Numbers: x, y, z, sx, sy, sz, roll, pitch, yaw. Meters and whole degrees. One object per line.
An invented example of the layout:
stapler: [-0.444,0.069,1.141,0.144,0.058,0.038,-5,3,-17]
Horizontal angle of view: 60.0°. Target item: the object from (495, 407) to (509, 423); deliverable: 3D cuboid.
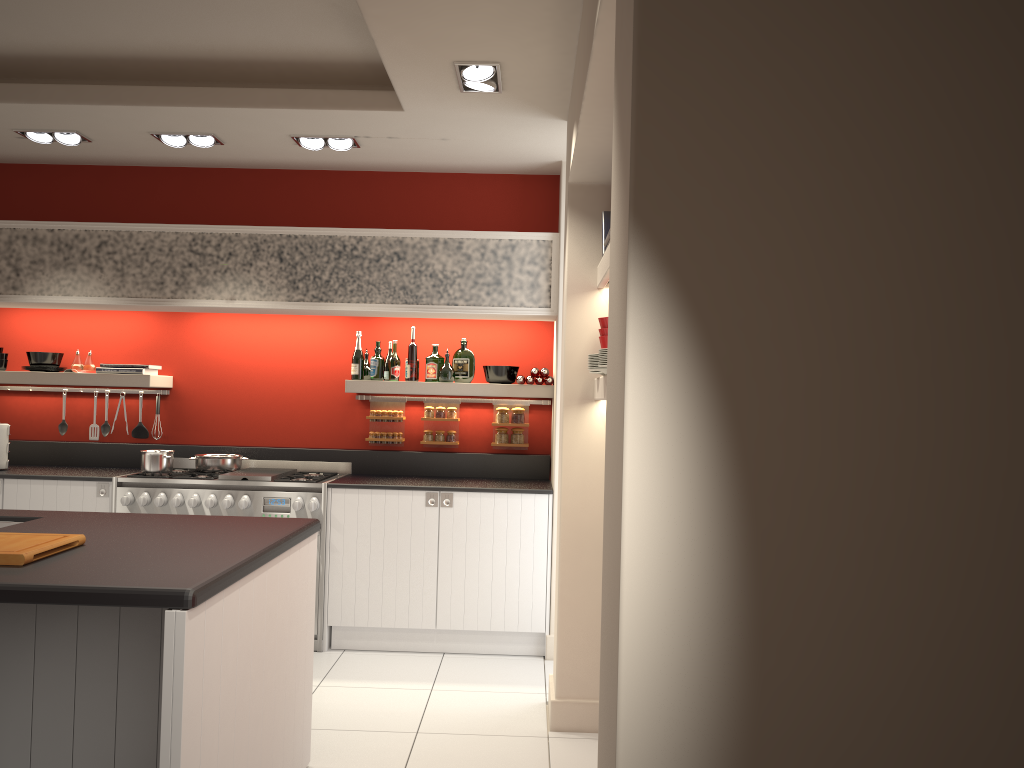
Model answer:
object: [-0.065,0.219,6.071,0.093,0.120,0.094,1,-1,22]

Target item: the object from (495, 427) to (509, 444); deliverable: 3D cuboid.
object: [-0.069,0.355,6.068,0.093,0.120,0.094,1,-1,22]

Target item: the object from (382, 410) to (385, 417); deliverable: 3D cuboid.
object: [-0.885,0.220,6.106,0.034,0.078,0.034,1,-1,22]

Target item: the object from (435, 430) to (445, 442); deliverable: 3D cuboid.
object: [-0.494,0.360,6.080,0.068,0.088,0.068,1,-1,22]

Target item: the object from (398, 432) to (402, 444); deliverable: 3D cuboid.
object: [-0.770,0.372,6.100,0.034,0.078,0.034,1,-1,22]

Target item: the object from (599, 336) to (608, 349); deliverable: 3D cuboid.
object: [0.520,-0.136,3.993,0.260,0.146,0.260,1,-1,5]

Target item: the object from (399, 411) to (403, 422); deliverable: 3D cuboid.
object: [-0.766,0.224,6.104,0.034,0.078,0.034,1,-1,22]

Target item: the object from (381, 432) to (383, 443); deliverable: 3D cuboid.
object: [-0.889,0.369,6.103,0.034,0.078,0.034,1,-1,22]

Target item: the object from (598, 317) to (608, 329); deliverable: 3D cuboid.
object: [0.516,-0.231,3.990,0.260,0.161,0.260,2,-1,-32]

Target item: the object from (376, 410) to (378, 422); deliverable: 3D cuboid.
object: [-0.924,0.219,6.107,0.034,0.078,0.034,1,-1,22]

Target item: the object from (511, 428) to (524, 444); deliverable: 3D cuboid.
object: [0.038,0.358,6.065,0.093,0.120,0.094,1,-1,22]

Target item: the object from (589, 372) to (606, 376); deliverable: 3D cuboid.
object: [0.517,-0.037,3.991,0.339,0.020,0.339,1,-1,4]

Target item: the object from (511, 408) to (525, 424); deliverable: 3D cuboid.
object: [0.042,0.221,6.068,0.093,0.120,0.094,1,-1,22]

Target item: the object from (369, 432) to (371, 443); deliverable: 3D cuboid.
object: [-0.967,0.367,6.104,0.034,0.078,0.034,1,-1,22]

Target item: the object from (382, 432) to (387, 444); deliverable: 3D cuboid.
object: [-0.872,0.368,6.064,0.034,0.078,0.034,1,-1,22]

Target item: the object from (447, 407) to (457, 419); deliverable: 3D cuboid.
object: [-0.412,0.202,6.082,0.068,0.088,0.068,1,-1,22]

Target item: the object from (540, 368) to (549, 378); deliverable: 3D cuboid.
object: [0.217,-0.076,5.917,0.062,0.062,0.366,2,-1,1]

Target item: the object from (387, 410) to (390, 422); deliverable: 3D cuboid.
object: [-0.844,0.221,6.105,0.034,0.078,0.034,1,-1,22]

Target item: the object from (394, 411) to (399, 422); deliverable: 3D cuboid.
object: [-0.790,0.222,6.066,0.034,0.078,0.034,1,-1,22]

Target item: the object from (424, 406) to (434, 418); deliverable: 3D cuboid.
object: [-0.568,0.198,6.085,0.068,0.088,0.068,1,-1,22]

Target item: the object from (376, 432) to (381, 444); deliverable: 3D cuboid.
object: [-0.911,0.367,6.065,0.034,0.078,0.034,1,-1,22]

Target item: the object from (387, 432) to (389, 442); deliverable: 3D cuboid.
object: [-0.848,0.370,6.102,0.034,0.078,0.034,1,-1,22]

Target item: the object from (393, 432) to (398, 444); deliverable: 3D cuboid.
object: [-0.794,0.370,6.062,0.034,0.078,0.034,1,-1,22]

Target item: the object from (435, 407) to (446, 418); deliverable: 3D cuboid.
object: [-0.490,0.200,6.083,0.068,0.088,0.068,1,-1,22]

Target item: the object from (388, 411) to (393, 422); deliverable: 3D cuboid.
object: [-0.829,0.221,6.066,0.034,0.078,0.034,1,-1,22]

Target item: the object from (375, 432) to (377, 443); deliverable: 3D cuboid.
object: [-0.928,0.368,6.104,0.034,0.078,0.034,1,-1,22]

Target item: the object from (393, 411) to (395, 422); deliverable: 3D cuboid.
object: [-0.805,0.223,6.105,0.034,0.078,0.034,1,-1,22]

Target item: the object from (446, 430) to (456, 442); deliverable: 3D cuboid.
object: [-0.416,0.362,6.078,0.068,0.088,0.068,1,-1,22]

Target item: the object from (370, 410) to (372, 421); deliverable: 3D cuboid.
object: [-0.963,0.218,6.108,0.034,0.078,0.034,1,-1,22]

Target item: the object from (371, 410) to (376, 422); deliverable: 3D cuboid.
object: [-0.946,0.218,6.069,0.034,0.078,0.034,1,-1,22]

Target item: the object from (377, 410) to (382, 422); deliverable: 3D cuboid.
object: [-0.907,0.219,6.068,0.034,0.078,0.034,1,-1,22]

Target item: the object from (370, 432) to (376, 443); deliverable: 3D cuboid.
object: [-0.950,0.366,6.066,0.034,0.078,0.034,1,-1,22]

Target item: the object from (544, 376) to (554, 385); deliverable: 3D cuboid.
object: [0.248,-0.021,5.917,0.061,0.061,0.366,2,-1,1]

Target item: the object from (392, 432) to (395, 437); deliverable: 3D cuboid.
object: [-0.809,0.371,6.101,0.034,0.078,0.034,1,-1,22]

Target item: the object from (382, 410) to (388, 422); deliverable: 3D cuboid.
object: [-0.868,0.220,6.067,0.034,0.078,0.034,1,-1,22]

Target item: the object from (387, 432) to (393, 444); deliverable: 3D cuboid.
object: [-0.833,0.369,6.063,0.034,0.078,0.034,1,-1,22]

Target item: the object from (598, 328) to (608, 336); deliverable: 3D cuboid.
object: [0.518,-0.180,3.993,0.260,0.159,0.260,2,-1,-17]

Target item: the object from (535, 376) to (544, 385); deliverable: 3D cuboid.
object: [0.185,-0.022,5.938,0.061,0.061,0.366,2,-1,1]

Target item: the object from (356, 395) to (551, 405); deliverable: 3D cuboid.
object: [-0.407,0.112,6.161,1.355,0.034,0.048,2,-1,1]

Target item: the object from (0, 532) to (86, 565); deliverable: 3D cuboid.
object: [-1.693,0.503,2.744,0.570,0.033,0.372,2,-1,0]

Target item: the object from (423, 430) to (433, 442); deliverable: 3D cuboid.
object: [-0.572,0.358,6.081,0.068,0.088,0.068,1,-1,22]
